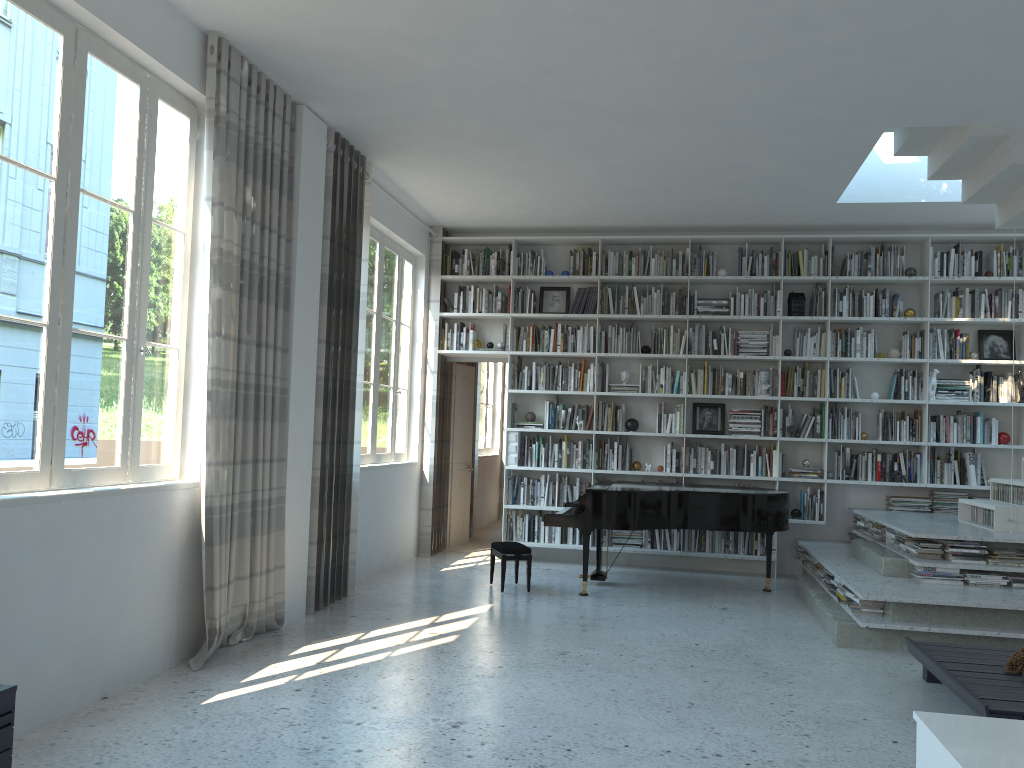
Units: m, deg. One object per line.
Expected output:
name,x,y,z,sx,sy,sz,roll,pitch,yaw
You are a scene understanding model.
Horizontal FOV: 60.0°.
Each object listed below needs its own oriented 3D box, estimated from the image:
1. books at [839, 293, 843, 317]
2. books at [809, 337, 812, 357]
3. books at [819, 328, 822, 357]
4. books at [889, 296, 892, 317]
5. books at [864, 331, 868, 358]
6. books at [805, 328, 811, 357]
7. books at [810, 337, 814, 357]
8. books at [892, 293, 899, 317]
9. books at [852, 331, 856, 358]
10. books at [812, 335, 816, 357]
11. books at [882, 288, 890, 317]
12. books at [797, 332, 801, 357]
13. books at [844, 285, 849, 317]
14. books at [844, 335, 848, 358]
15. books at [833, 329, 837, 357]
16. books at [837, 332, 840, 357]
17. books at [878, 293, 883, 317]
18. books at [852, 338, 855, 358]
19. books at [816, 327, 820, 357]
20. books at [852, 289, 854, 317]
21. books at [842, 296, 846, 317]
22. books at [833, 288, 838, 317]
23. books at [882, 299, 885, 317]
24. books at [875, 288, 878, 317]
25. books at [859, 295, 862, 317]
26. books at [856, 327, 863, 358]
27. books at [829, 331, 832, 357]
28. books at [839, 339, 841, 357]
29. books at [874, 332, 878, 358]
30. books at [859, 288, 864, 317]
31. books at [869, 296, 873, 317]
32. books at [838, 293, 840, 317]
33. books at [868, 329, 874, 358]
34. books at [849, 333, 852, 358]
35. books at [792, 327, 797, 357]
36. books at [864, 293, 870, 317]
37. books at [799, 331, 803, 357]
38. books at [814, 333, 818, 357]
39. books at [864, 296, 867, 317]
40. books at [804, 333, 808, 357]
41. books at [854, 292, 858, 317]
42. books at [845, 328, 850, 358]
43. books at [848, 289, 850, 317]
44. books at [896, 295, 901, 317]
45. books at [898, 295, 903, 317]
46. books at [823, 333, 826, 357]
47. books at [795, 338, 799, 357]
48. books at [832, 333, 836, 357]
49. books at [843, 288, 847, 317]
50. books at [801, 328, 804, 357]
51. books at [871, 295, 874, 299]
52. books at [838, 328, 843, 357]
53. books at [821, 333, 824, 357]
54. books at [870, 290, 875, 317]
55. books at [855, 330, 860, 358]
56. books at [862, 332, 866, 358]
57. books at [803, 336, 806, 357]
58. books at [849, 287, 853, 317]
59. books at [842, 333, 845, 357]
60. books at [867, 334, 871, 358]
books,3.027,-0.713,8.195,0.026,0.243,0.148,2,-3,11
books,2.749,-0.330,8.215,0.024,0.195,0.173,2,-3,11
books,2.842,-0.368,8.209,0.025,0.277,0.173,2,-3,11
books,3.442,-0.688,8.112,0.030,0.213,0.157,2,-3,11
books,3.241,-0.350,8.148,0.024,0.262,0.133,2,-3,11
books,2.732,-0.371,8.208,0.028,0.275,0.187,2,-3,11
books,2.768,-0.330,8.214,0.027,0.196,0.185,2,-3,11
books,3.481,-0.698,8.093,0.054,0.235,0.171,2,-3,11
books,3.142,-0.350,8.160,0.011,0.256,0.131,2,-3,11
books,2.789,-0.336,8.211,0.029,0.211,0.158,2,-3,11
books,3.411,-0.725,8.105,0.029,0.285,0.183,2,-3,11
books,2.664,-0.354,8.253,0.024,0.242,0.159,2,-3,11
books,3.084,-0.744,8.178,0.014,0.306,0.152,2,-3,11
books,3.062,-0.332,8.172,0.026,0.215,0.161,2,-3,11
books,2.984,-0.365,8.194,0.014,0.278,0.154,2,-3,11
books,2.995,-0.350,8.175,0.014,0.247,0.176,2,-3,11
books,3.356,-0.702,8.123,0.030,0.238,0.186,2,-3,11
books,3.122,-0.320,8.156,0.025,0.194,0.171,2,-3,11
books,2.827,-0.376,8.215,0.028,0.293,0.154,2,-3,11
books,3.140,-0.726,8.188,0.012,0.276,0.133,2,-3,11
books,3.049,-0.696,8.171,0.026,0.207,0.181,2,-3,11
books,2.986,-0.735,8.195,0.012,0.285,0.159,2,-3,11
books,3.384,-0.673,8.121,0.027,0.181,0.176,2,-3,11
books,3.340,-0.725,8.146,0.012,0.285,0.159,2,-3,11
books,3.199,-0.698,8.174,0.028,0.223,0.142,2,-3,11
books,3.191,-0.368,8.153,0.027,0.295,0.159,2,-3,11
books,2.917,-0.354,8.186,0.028,0.251,0.190,2,-3,11
books,3.013,-0.315,8.182,0.021,0.179,0.136,2,-3,11
books,3.323,-0.344,8.130,0.034,0.254,0.161,2,-3,11
books,3.219,-0.728,8.168,0.013,0.284,0.154,2,-3,11
books,3.275,-0.691,8.127,0.021,0.209,0.181,2,-3,11
books,3.010,-0.711,8.204,0.012,0.239,0.139,2,-3,11
books,3.281,-0.356,8.114,0.024,0.272,0.169,2,-3,11
books,3.098,-0.343,8.152,0.022,0.237,0.164,2,-3,11
books,2.633,-0.377,8.261,0.018,0.285,0.159,2,-3,11
books,3.257,-0.704,8.146,0.023,0.236,0.149,2,-3,11
books,2.680,-0.358,8.245,0.028,0.250,0.164,2,-3,11
books,2.809,-0.347,8.215,0.024,0.234,0.149,2,-3,11
books,3.236,-0.694,8.162,0.025,0.216,0.144,2,-3,11
books,2.719,-0.350,8.232,0.023,0.236,0.178,2,-3,11
books,3.154,-0.709,8.160,0.027,0.241,0.160,2,-3,11
books,3.080,-0.365,8.151,0.014,0.280,0.177,2,-3,11
books,3.095,-0.724,8.174,0.010,0.268,0.166,2,-3,11
books,3.505,-0.688,8.098,0.048,0.216,0.182,2,-3,11
books,3.545,-0.692,8.109,0.026,0.229,0.140,2,-3,11
books,2.876,-0.347,8.201,0.026,0.237,0.173,2,-3,11
books,2.640,-0.327,8.235,0.028,0.185,0.181,2,-3,11
books,2.963,-0.347,8.202,0.030,0.242,0.138,2,-3,11
books,3.072,-0.732,8.186,0.011,0.283,0.173,2,-3,11
books,2.695,-0.370,8.244,0.019,0.275,0.146,2,-3,11
books,3.294,-0.696,8.138,0.011,0.222,0.159,2,-3,11
books,3.035,-0.366,8.197,0.014,0.284,0.135,2,-3,11
books,2.854,-0.345,8.189,0.028,0.229,0.177,2,-3,11
books,3.306,-0.717,8.138,0.012,0.264,0.156,2,-3,11
books,3.158,-0.354,8.132,0.030,0.263,0.182,2,-3,11
books,3.213,-0.343,8.132,0.025,0.244,0.183,2,-3,11
books,2.704,-0.336,8.239,0.023,0.207,0.171,2,-3,11
books,3.123,-0.736,8.185,0.021,0.296,0.138,2,-3,11
books,3.044,-0.343,8.174,0.013,0.236,0.157,2,-3,11
books,3.260,-0.335,8.129,0.021,0.232,0.183,2,-3,11
